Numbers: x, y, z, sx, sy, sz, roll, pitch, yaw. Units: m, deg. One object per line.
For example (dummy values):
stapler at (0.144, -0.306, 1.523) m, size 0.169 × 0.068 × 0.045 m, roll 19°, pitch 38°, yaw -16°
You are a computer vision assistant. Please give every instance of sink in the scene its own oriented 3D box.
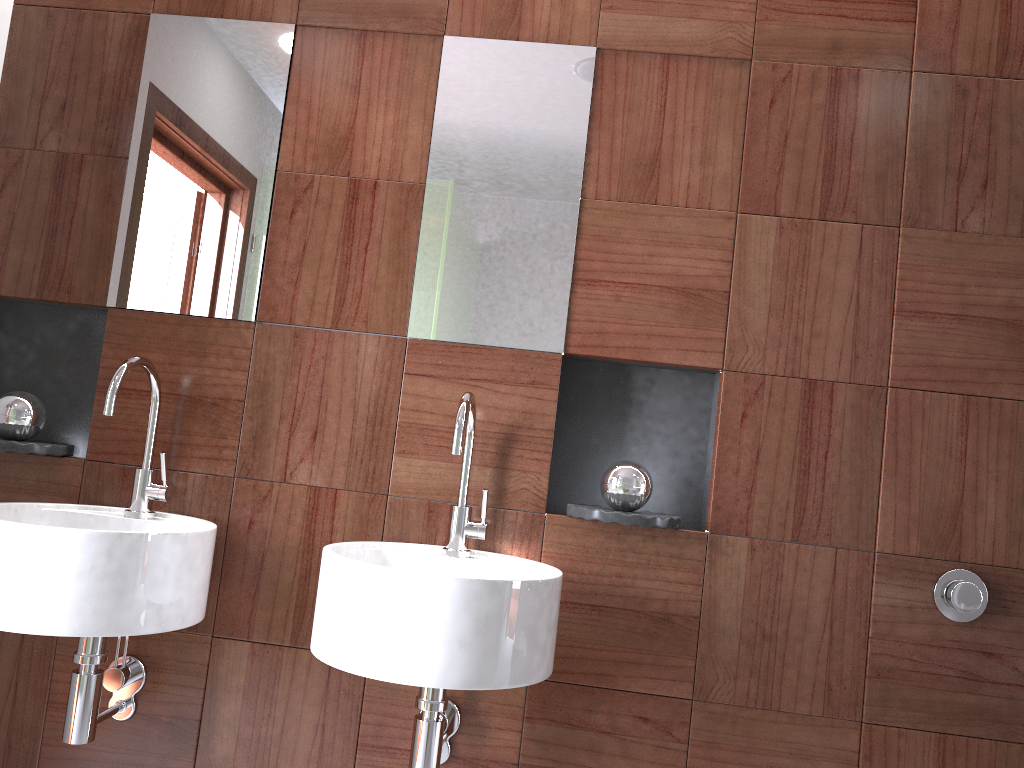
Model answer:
sink at (-0.751, 0.295, 1.585) m, size 0.415 × 0.715 × 0.417 m, roll 6°, pitch -5°, yaw 4°
sink at (-0.124, 0.361, 1.537) m, size 0.415 × 0.715 × 0.417 m, roll 6°, pitch -5°, yaw 4°

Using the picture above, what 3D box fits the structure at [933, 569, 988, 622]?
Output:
structure at (0.841, 0.396, 1.654) m, size 0.098 × 0.098 × 0.034 m, roll 6°, pitch -5°, yaw 4°

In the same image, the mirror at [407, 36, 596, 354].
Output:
mirror at (-0.019, -0.392, 1.806) m, size 0.316 × 0.635 × 0.010 m, roll 6°, pitch -5°, yaw 4°

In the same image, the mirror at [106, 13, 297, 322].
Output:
mirror at (-0.647, -0.458, 1.854) m, size 0.316 × 0.635 × 0.010 m, roll 6°, pitch -5°, yaw 4°

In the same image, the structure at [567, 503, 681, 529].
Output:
structure at (0.218, 0.258, 1.733) m, size 0.220 × 0.023 × 0.222 m, roll 7°, pitch -5°, yaw -6°

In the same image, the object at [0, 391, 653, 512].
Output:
object at (-0.396, 0.132, 1.774) m, size 1.350 × 0.104 × 0.104 m, roll 6°, pitch -5°, yaw 4°

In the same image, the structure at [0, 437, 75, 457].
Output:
structure at (-1.025, 0.126, 1.829) m, size 0.222 × 0.023 × 0.220 m, roll 10°, pitch -6°, yaw -35°
